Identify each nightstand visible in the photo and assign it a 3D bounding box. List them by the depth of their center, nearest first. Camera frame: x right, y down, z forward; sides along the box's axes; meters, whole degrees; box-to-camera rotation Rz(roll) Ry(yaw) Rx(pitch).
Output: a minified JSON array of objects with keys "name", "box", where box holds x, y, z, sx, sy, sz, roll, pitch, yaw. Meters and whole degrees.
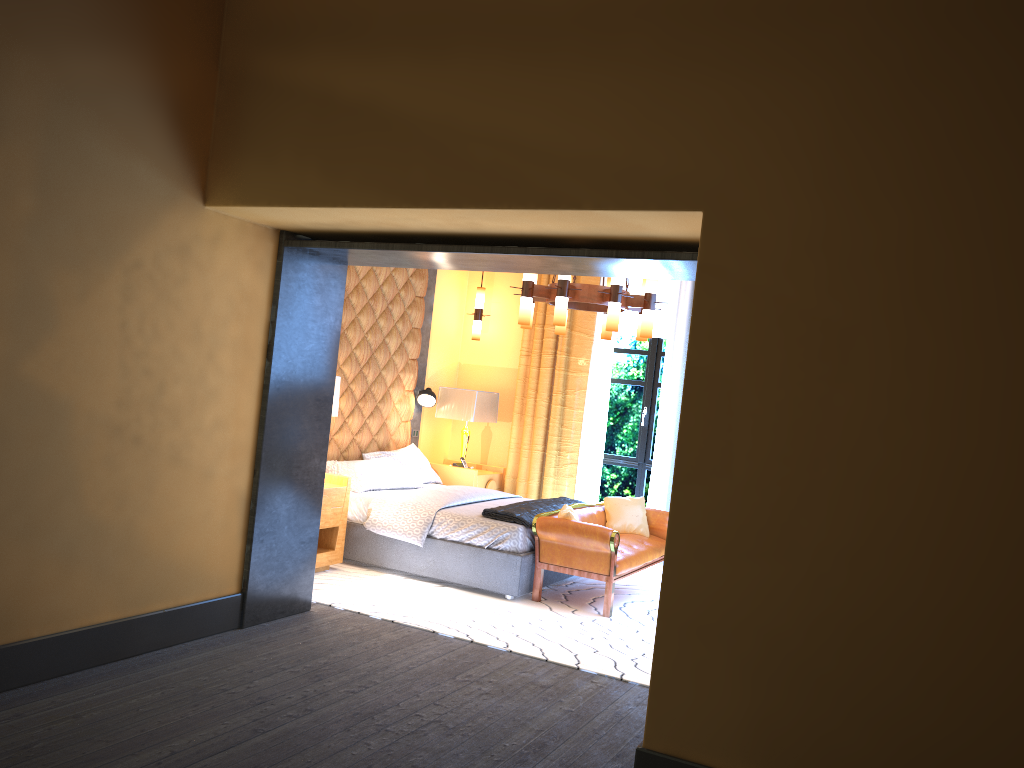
[{"name":"nightstand","box":[-1.672,0.987,6.395,0.720,0.700,0.709,6,0,26]},{"name":"nightstand","box":[-0.533,1.137,8.752,0.719,0.690,0.681,6,0,26]}]

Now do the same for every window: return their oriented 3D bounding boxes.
[{"name":"window","box":[1.319,0.177,8.556,1.199,3.001,0.130,7,1,26]}]

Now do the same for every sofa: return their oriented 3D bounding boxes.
[{"name":"sofa","box":[0.743,1.284,6.799,0.650,0.640,1.616,6,0,26]}]

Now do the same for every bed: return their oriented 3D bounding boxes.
[{"name":"bed","box":[-0.479,1.014,7.319,2.104,0.825,1.890,6,0,26]}]

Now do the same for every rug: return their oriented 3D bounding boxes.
[{"name":"rug","box":[0.221,1.546,6.764,3.699,0.016,3.390,6,-1,26]}]

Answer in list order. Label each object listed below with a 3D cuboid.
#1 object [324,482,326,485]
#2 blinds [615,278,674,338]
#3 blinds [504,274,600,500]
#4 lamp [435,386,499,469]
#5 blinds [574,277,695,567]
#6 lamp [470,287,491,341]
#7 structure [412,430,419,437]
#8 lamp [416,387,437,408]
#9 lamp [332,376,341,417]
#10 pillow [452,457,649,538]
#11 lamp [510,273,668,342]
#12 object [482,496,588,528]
[{"name":"object","box":[-1.403,0.728,6.504,0.064,0.018,0.111,6,0,-9]},{"name":"blinds","box":[1.430,-0.880,8.532,1.199,0.873,0.013,6,1,26]},{"name":"blinds","box":[1.191,-0.410,8.193,2.448,4.147,0.134,7,1,26]},{"name":"lamp","box":[-0.454,0.454,8.639,0.423,0.802,0.506,7,0,26]},{"name":"blinds","box":[1.190,-0.386,8.284,2.049,4.076,0.237,7,1,23]},{"name":"lamp","box":[-0.337,-0.704,8.911,0.199,0.532,0.199,6,1,-19]},{"name":"structure","box":[-0.929,0.472,8.493,0.016,0.071,0.103,7,0,26]},{"name":"lamp","box":[-0.638,0.160,8.478,0.568,0.218,0.231,6,0,-16]},{"name":"lamp","box":[-1.587,0.310,6.398,0.423,0.802,0.506,7,0,26]},{"name":"pillow","box":[0.406,0.995,7.568,1.148,0.407,2.625,6,0,-22]},{"name":"lamp","box":[0.655,-1.457,6.577,1.142,2.169,1.139,6,1,-42]},{"name":"object","box":[0.252,0.986,6.959,0.404,0.104,1.462,6,0,26]}]
